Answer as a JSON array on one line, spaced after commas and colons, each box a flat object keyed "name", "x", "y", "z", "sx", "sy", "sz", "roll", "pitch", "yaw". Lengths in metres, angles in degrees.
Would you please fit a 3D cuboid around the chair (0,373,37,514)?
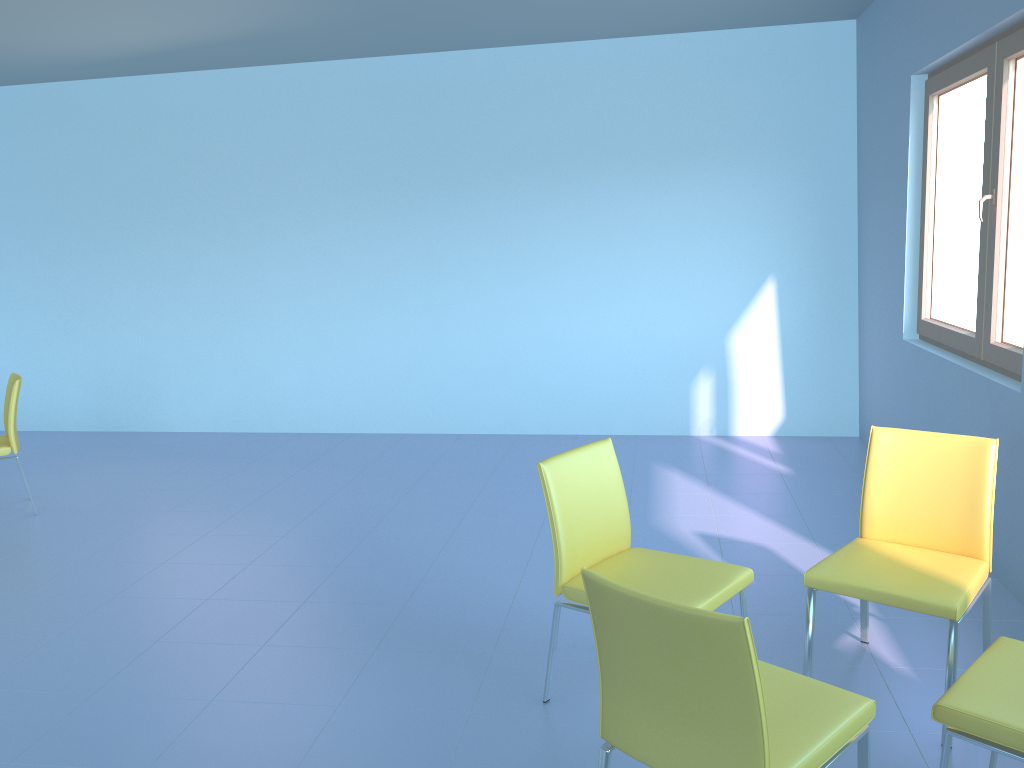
[{"name": "chair", "x": -2.733, "y": 0.328, "z": 4.528, "sx": 0.484, "sy": 0.695, "sz": 0.387, "roll": -9, "pitch": 11, "yaw": -32}]

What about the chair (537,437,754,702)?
[{"name": "chair", "x": 0.360, "y": 0.546, "z": 2.460, "sx": 0.484, "sy": 0.695, "sz": 0.387, "roll": 6, "pitch": 13, "yaw": 40}]

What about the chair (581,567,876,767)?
[{"name": "chair", "x": 0.419, "y": 0.668, "z": 1.734, "sx": 0.484, "sy": 0.699, "sz": 0.387, "roll": -12, "pitch": 13, "yaw": -44}]

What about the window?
[{"name": "window", "x": 1.882, "y": -0.720, "z": 3.597, "sx": 0.142, "sy": 1.263, "sz": 1.475, "roll": -1, "pitch": 10, "yaw": 9}]

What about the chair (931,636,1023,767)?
[{"name": "chair", "x": 1.130, "y": 0.640, "z": 1.705, "sx": 0.387, "sy": 0.695, "sz": 0.484, "roll": -12, "pitch": 13, "yaw": -44}]

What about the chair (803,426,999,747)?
[{"name": "chair", "x": 1.091, "y": 0.514, "z": 2.460, "sx": 0.387, "sy": 0.695, "sz": 0.484, "roll": 6, "pitch": 13, "yaw": 40}]
